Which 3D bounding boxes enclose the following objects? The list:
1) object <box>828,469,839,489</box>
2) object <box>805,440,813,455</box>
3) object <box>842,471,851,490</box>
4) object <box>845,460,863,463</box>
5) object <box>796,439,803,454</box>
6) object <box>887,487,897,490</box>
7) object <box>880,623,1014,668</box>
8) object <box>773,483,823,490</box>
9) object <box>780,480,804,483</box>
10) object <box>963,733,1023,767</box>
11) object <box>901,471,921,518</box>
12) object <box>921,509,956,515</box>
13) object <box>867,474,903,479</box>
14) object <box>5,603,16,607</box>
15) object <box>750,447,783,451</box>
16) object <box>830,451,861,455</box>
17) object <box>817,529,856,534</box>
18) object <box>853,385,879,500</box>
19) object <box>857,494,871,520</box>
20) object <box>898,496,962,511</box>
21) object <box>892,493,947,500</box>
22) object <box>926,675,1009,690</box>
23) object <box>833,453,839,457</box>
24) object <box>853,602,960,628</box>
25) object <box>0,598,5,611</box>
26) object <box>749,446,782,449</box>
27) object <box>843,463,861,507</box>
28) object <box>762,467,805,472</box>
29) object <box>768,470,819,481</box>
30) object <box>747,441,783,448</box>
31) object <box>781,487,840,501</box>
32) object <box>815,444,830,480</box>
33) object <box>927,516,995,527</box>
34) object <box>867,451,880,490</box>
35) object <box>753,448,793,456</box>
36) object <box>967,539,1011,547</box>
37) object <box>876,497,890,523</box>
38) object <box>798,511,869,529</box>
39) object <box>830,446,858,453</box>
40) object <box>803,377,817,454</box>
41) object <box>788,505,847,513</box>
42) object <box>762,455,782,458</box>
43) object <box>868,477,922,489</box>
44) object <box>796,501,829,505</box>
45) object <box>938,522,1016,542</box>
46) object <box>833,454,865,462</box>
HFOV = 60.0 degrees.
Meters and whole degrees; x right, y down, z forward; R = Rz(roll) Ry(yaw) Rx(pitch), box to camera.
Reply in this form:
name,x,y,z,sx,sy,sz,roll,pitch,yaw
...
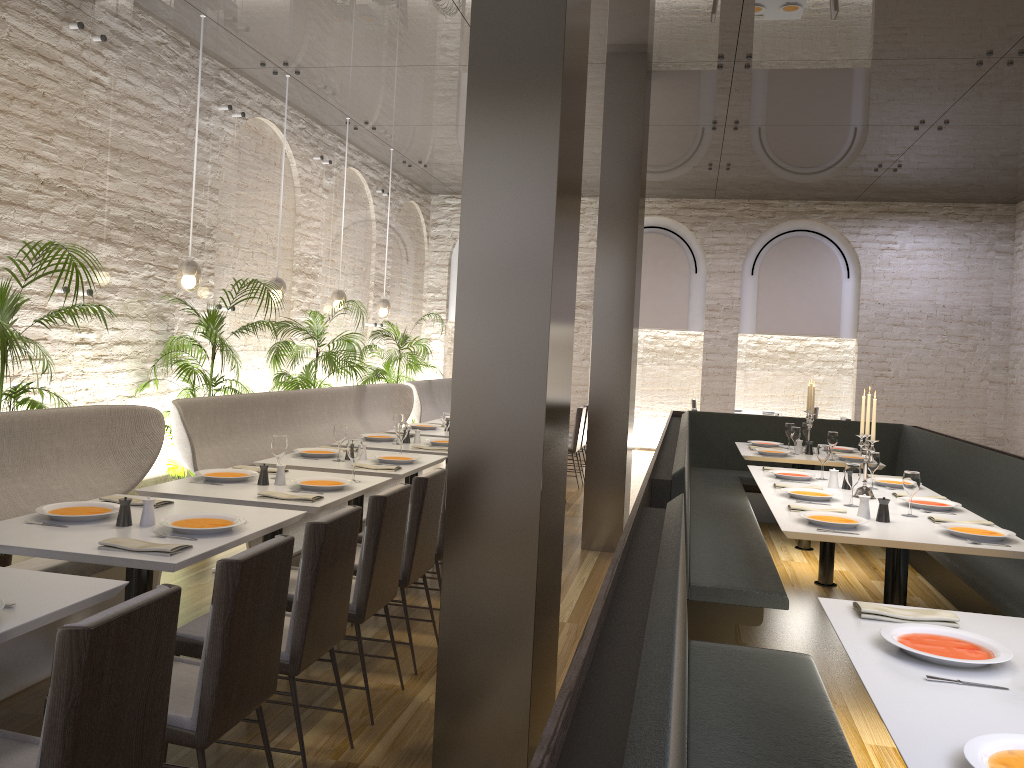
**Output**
name,x,y,z,sx,sy,sz,roll,pitch,yaw
object,2.002,0.589,5.512,0.069,0.126,0.069,3,0,5
object,2.526,0.540,7.524,0.068,0.126,0.069,3,0,-37
object,2.081,0.594,5.493,0.069,0.126,0.069,3,0,5
object,2.742,0.620,7.037,0.181,0.015,0.038,3,2,13
object,2.452,0.535,7.564,0.068,0.126,0.069,3,0,-37
object,2.445,0.660,5.571,0.181,0.015,0.038,3,2,13
object,1.154,0.706,2.366,0.322,0.036,0.321,4,2,31
object,1.738,0.629,5.387,0.273,0.033,0.142,3,2,11
object,1.815,0.626,5.676,0.185,0.010,0.017,3,2,12
object,1.003,0.726,1.620,0.321,0.036,0.322,2,2,-13
object,2.067,0.570,4.593,0.086,0.231,0.086,3,0,-37
object,2.275,0.683,4.728,0.181,0.015,0.038,3,2,13
object,2.582,0.646,6.093,0.273,0.033,0.142,3,2,11
object,-1.412,0.583,2.371,0.185,0.010,0.017,3,2,12
object,2.190,0.569,7.624,0.273,0.033,0.142,3,2,11
object,2.893,0.605,7.632,0.273,0.033,0.142,3,2,11
object,1.481,0.670,4.026,0.185,0.010,0.017,3,2,12
object,2.070,0.334,5.169,0.132,0.657,0.390,3,0,22
object,1.769,0.617,4.450,0.069,0.126,0.069,3,0,34
object,2.317,0.670,4.920,0.322,0.036,0.321,4,2,31
object,2.411,0.669,5.251,0.273,0.033,0.142,3,2,11
object,1.100,0.722,2.142,0.185,0.010,0.017,3,2,12
object,2.863,0.609,7.481,0.273,0.033,0.142,3,2,11
object,1.194,0.696,2.697,0.273,0.033,0.142,3,2,11
object,-1.443,0.578,2.196,0.321,0.036,0.322,3,2,-11
object,2.221,0.565,7.775,0.273,0.033,0.142,3,2,11
object,1.853,0.550,4.825,0.086,0.231,0.086,3,0,11
object,1.908,0.607,6.230,0.273,0.033,0.142,3,2,11
object,1.866,0.610,5.882,0.322,0.036,0.321,3,2,7
object,2.309,0.551,8.074,0.322,0.036,0.321,3,2,7
object,1.697,0.633,5.048,0.322,0.036,0.321,4,2,31
object,2.071,0.521,5.903,0.086,0.231,0.086,3,0,23
object,2.248,0.691,4.444,0.273,0.033,0.142,3,2,11
object,2.265,0.544,5.570,0.086,0.231,0.086,3,0,23
object,2.161,0.571,7.342,0.321,0.036,0.322,2,2,-13
object,2.111,0.704,3.921,0.181,0.015,0.038,3,2,13
object,1.839,0.623,4.386,0.069,0.126,0.069,3,0,43
object,1.533,0.655,4.237,0.321,0.036,0.322,3,2,9
object,2.930,0.588,7.946,0.321,0.036,0.322,2,2,-30
object,2.573,0.267,7.653,0.132,0.657,0.390,3,0,22
object,1.575,0.651,4.580,0.273,0.033,0.142,3,2,11
object,2.112,0.586,7.142,0.185,0.010,0.017,3,2,12
object,2.486,0.647,5.754,0.322,0.036,0.321,3,2,7
object,1.644,0.649,4.833,0.185,0.010,0.017,3,2,12
object,2.153,0.692,4.109,0.321,0.036,0.322,2,2,-13
object,2.782,0.608,7.214,0.321,0.036,0.322,2,2,-13
